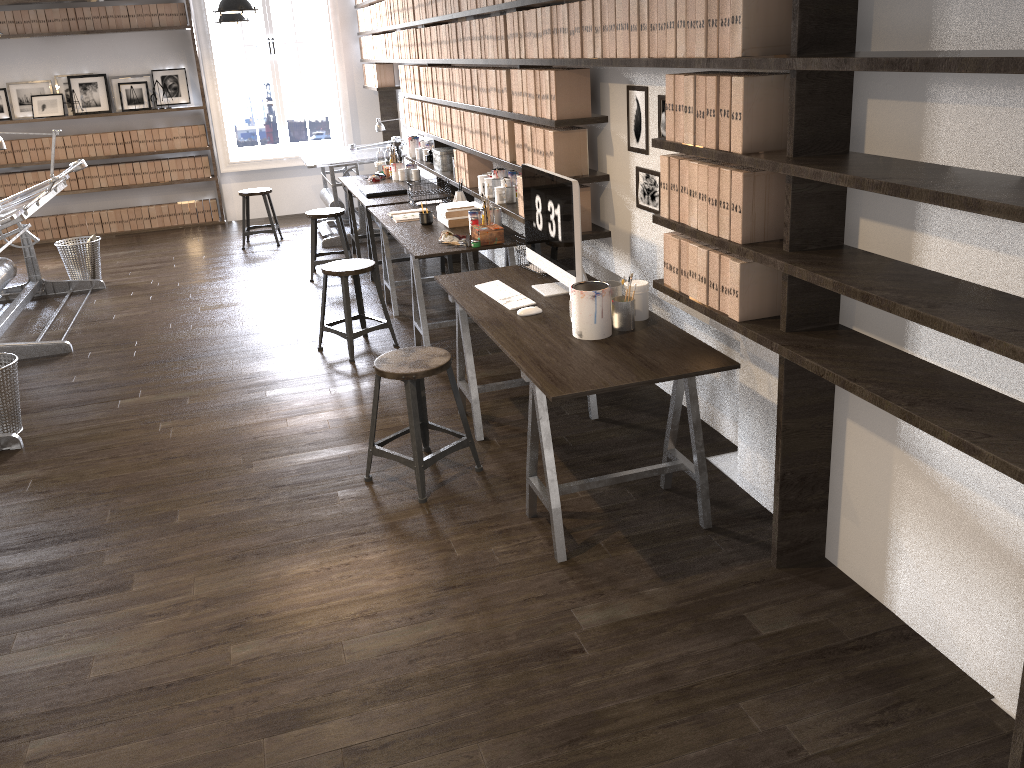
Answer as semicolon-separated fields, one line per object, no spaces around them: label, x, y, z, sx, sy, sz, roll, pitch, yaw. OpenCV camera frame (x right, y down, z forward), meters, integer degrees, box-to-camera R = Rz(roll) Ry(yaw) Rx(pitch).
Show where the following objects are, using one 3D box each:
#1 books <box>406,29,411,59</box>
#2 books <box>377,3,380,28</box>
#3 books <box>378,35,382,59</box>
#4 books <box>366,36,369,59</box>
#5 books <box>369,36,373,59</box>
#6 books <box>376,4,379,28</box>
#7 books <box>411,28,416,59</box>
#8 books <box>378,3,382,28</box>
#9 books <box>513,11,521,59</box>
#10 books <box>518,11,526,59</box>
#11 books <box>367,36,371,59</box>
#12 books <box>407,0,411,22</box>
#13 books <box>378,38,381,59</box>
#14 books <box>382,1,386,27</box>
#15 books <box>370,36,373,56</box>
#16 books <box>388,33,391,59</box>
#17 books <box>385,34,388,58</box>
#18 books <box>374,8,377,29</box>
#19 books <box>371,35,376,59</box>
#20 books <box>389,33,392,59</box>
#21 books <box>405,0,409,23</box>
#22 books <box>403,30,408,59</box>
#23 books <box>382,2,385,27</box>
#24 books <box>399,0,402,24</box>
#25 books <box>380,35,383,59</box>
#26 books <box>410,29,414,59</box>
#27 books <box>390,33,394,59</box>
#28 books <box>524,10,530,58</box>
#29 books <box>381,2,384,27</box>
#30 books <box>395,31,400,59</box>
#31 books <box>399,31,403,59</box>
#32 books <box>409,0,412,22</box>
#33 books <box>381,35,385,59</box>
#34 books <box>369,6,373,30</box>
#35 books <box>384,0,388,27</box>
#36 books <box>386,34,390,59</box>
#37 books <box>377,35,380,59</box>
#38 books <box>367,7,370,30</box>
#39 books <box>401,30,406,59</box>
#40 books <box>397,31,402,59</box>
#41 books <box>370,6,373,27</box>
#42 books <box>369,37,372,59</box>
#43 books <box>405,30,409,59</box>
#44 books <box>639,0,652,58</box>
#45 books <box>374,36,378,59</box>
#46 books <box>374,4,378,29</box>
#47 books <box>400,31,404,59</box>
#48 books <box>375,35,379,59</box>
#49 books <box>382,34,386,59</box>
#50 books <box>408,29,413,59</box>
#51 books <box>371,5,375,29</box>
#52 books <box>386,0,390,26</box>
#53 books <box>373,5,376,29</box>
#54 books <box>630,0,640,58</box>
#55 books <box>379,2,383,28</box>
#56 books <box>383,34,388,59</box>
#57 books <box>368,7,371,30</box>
books;-0.750;-2.733;7.111;0.175;0.222;0.068;-9;20;-15
books;-1.156;-3.425;8.236;0.175;0.222;0.067;-9;20;-15
books;-1.164;-3.191;8.385;0.175;0.222;0.067;-9;20;-15
books;-1.402;-3.466;9.115;0.175;0.222;0.067;-9;20;-15
books;-1.334;-3.396;8.923;0.175;0.222;0.067;-9;20;-15
books;-1.173;-3.446;8.293;0.175;0.222;0.067;-9;20;-15
books;-0.687;-2.663;6.921;0.175;0.222;0.067;-9;20;-15
books;-1.137;-3.400;8.169;0.175;0.222;0.068;-9;20;-15
books;0.105;-1.768;4.481;0.175;0.222;0.067;-9;20;-15
books;0.130;-1.745;4.415;0.175;0.222;0.067;-9;20;-15
books;-1.377;-3.442;9.050;0.175;0.222;0.067;-9;20;-15
books;-0.718;-2.933;6.893;0.175;0.222;0.067;-9;20;-15
books;-1.182;-3.216;8.452;0.175;0.222;0.067;-9;20;-15
books;-1.054;-3.306;7.912;0.175;0.222;0.067;-9;20;-15
books;-1.313;-3.371;8.855;0.175;0.222;0.067;-9;20;-15
books;-1.012;-3.028;7.938;0.175;0.222;0.067;-9;20;-15
books;-1.053;-3.076;8.068;0.175;0.222;0.067;-9;20;-15
books;-1.212;-3.491;8.416;0.175;0.222;0.067;-9;20;-15
books;-1.298;-3.349;8.796;0.175;0.222;0.068;-9;20;-15
books;-0.991;-3.005;7.873;0.175;0.222;0.067;-9;20;-15
books;-0.742;-2.955;6.952;0.175;0.222;0.068;-9;20;-15
books;-0.786;-2.776;7.230;0.175;0.222;0.067;-9;20;-15
books;-1.073;-3.331;7.978;0.175;0.222;0.067;-9;20;-15
books;-0.823;-3.049;7.210;0.175;0.222;0.067;-9;20;-15
books;-1.142;-3.167;8.319;0.175;0.222;0.068;-9;20;-15
books;-0.704;-2.687;6.987;0.175;0.222;0.067;-9;20;-15
books;-0.976;-2.981;7.811;0.175;0.222;0.068;-9;20;-15
books;0.154;-1.722;4.353;0.175;0.222;0.067;-9;20;-15
books;-1.090;-3.354;8.043;0.175;0.222;0.067;-9;20;-15
books;-0.894;-2.894;7.553;0.175;0.222;0.067;-9;20;-15
books;-0.845;-2.848;7.425;0.175;0.222;0.067;-9;20;-15
books;-0.701;-2.912;6.835;0.175;0.222;0.067;-9;20;-15
books;-1.119;-3.147;8.262;0.175;0.222;0.067;-9;20;-15
books;-1.302;-3.586;8.677;0.175;0.222;0.068;-9;20;-15
books;-1.033;-3.282;7.846;0.175;0.222;0.068;-9;20;-15
books;-1.037;-3.051;8.002;0.175;0.222;0.067;-9;20;-15
books;-1.199;-3.240;8.516;0.175;0.222;0.067;-9;20;-15
books;-1.340;-3.633;8.805;0.175;0.222;0.067;-9;20;-15
books;-0.809;-2.800;7.296;0.175;0.222;0.068;-9;20;-15
books;-0.869;-2.871;7.487;0.175;0.222;0.067;-9;20;-15
books;-1.275;-3.562;8.610;0.175;0.222;0.067;-9;20;-15
books;-1.353;-3.420;8.987;0.175;0.222;0.067;-9;20;-15
books;-0.766;-2.756;7.173;0.175;0.222;0.067;-9;20;-15
books;0.545;-1.277;3.138;0.175;0.222;0.067;-9;20;-15
books;-1.246;-3.286;8.642;0.175;0.222;0.068;-9;20;-15
books;-1.198;-3.467;8.353;0.175;0.222;0.068;-9;20;-15
books;-0.826;-2.824;7.361;0.175;0.222;0.067;-9;20;-15
books;-1.221;-3.263;8.580;0.175;0.222;0.067;-9;20;-15
books;-1.098;-3.125;8.203;0.175;0.222;0.067;-9;20;-15
books;-0.725;-2.711;7.051;0.175;0.222;0.067;-9;20;-15
books;-1.258;-3.538;8.544;0.175;0.222;0.067;-9;20;-15
books;-1.010;-3.261;7.789;0.175;0.222;0.067;-9;20;-15
books;-1.233;-3.515;8.481;0.175;0.222;0.067;-9;20;-15
books;0.520;-1.301;3.203;0.175;0.222;0.067;-9;20;-15
books;-1.112;-3.377;8.106;0.175;0.222;0.067;-9;20;-15
books;-1.081;-3.100;8.134;0.175;0.222;0.068;-9;20;-15
books;-1.319;-3.612;8.746;0.175;0.222;0.067;-9;20;-15
